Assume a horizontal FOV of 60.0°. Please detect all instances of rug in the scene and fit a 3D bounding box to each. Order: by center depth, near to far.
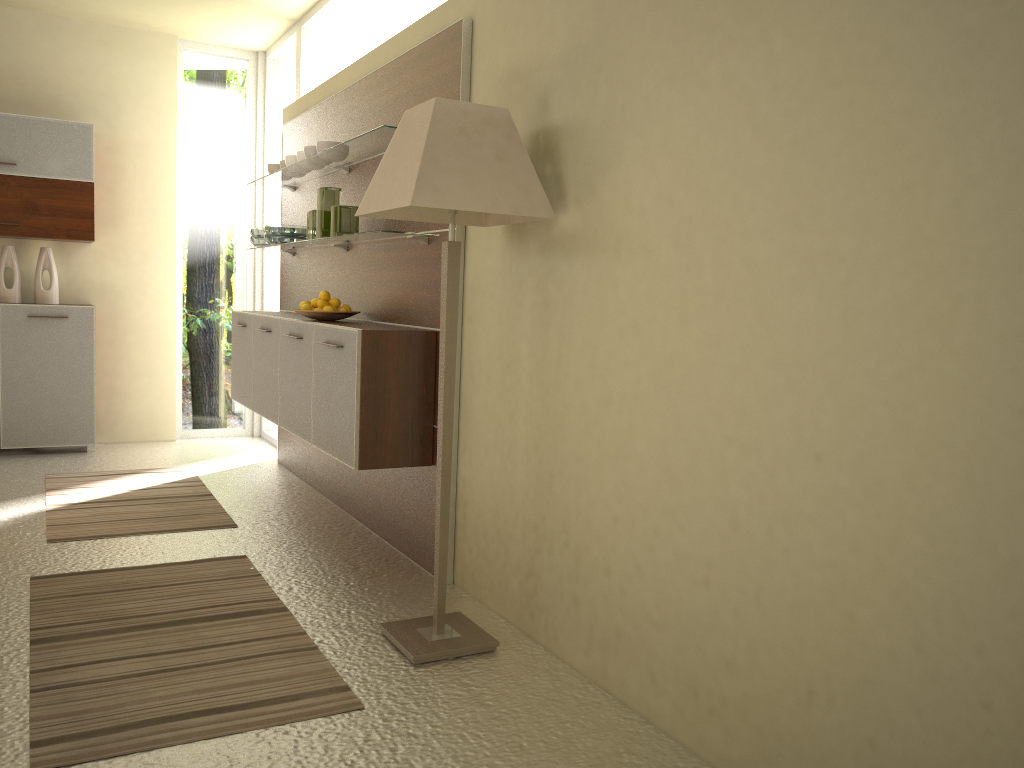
[{"bbox_3d":[-1.172,0.847,3.038,0.843,0.010,1.613,-1,6,-28],"label":"rug"},{"bbox_3d":[-2.103,0.628,4.907,0.842,0.007,1.613,-1,6,-28],"label":"rug"}]

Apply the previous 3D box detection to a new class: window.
[{"bbox_3d":[-3.531,-0.810,3.662,6.429,3.000,4.466,-1,6,-31],"label":"window"}]

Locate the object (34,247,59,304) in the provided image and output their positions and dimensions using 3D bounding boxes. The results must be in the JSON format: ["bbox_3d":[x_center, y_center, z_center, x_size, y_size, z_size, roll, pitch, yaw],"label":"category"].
[{"bbox_3d":[-3.194,-0.742,6.082,0.153,0.384,0.153,3,6,5],"label":"object"}]

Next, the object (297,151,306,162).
[{"bbox_3d":[-1.079,-1.206,4.787,0.163,0.077,0.163,4,6,12],"label":"object"}]

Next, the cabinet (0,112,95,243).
[{"bbox_3d":[-3.917,-1.367,5.585,2.318,0.789,0.372,-1,6,-29],"label":"cabinet"}]

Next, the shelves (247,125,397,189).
[{"bbox_3d":[-0.982,-1.144,4.622,0.255,0.008,2.463,-1,6,-29],"label":"shelves"}]

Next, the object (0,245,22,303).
[{"bbox_3d":[-3.390,-0.740,5.976,0.153,0.384,0.153,3,6,5],"label":"object"}]

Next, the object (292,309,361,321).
[{"bbox_3d":[-0.926,-0.341,4.421,0.337,0.053,0.337,3,5,3],"label":"object"}]

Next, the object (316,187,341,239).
[{"bbox_3d":[-0.918,-0.851,4.444,0.099,0.259,0.099,-1,6,-29],"label":"object"}]

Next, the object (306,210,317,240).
[{"bbox_3d":[-0.998,-0.818,4.611,0.111,0.160,0.112,-1,6,-29],"label":"object"}]

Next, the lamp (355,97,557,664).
[{"bbox_3d":[-0.218,-0.003,2.957,0.499,1.782,0.499,-1,6,-29],"label":"lamp"}]

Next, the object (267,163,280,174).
[{"bbox_3d":[-1.381,-1.269,5.309,0.163,0.077,0.163,4,6,20],"label":"object"}]

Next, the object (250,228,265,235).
[{"bbox_3d":[-1.454,-0.910,5.420,0.288,0.068,0.288,4,6,20],"label":"object"}]

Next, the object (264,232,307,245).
[{"bbox_3d":[-1.285,-0.832,5.123,0.288,0.068,0.288,4,6,20],"label":"object"}]

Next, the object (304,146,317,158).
[{"bbox_3d":[-1.000,-1.186,4.611,0.163,0.077,0.163,4,6,20],"label":"object"}]

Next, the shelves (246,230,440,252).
[{"bbox_3d":[-0.999,-0.738,4.661,0.255,0.008,2.463,-1,6,-29],"label":"shelves"}]

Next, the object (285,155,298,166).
[{"bbox_3d":[-1.186,-1.227,4.955,0.163,0.077,0.163,4,6,20],"label":"object"}]

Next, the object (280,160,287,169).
[{"bbox_3d":[-1.263,-1.248,5.141,0.163,0.077,0.163,4,6,20],"label":"object"}]

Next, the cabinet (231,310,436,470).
[{"bbox_3d":[-1.077,-0.063,4.697,0.372,0.570,2.463,-1,6,-29],"label":"cabinet"}]

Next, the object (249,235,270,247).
[{"bbox_3d":[-1.455,-0.868,5.424,0.288,0.068,0.288,4,6,20],"label":"object"}]

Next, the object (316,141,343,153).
[{"bbox_3d":[-0.901,-1.167,4.452,0.163,0.077,0.163,4,6,20],"label":"object"}]

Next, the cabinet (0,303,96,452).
[{"bbox_3d":[-3.970,-0.033,5.714,2.318,1.018,0.372,-1,6,-29],"label":"cabinet"}]

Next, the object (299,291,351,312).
[{"bbox_3d":[-0.937,-0.397,4.427,0.259,0.139,0.230,6,6,31],"label":"object"}]

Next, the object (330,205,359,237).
[{"bbox_3d":[-0.810,-0.780,4.292,0.112,0.160,0.111,-1,6,-29],"label":"object"}]

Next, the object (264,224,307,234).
[{"bbox_3d":[-1.283,-0.874,5.119,0.288,0.068,0.288,4,6,20],"label":"object"}]
